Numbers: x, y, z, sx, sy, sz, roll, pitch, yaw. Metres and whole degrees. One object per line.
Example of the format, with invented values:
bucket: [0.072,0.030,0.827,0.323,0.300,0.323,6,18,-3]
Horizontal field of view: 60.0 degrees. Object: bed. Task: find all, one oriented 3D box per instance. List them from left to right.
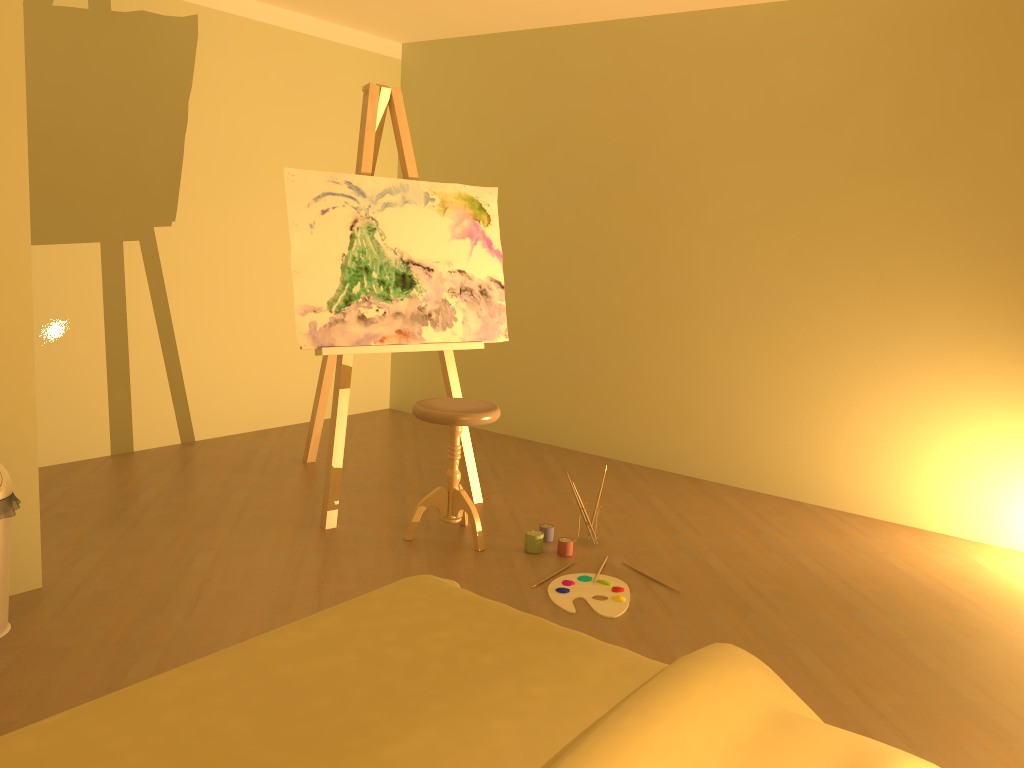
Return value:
bed: [0.343,0.635,1.074,2.378,0.894,1.286,10,12,36]

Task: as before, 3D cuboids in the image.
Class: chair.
chair: [-0.231,0.356,3.558,0.348,0.551,0.364,-5,13,-41]

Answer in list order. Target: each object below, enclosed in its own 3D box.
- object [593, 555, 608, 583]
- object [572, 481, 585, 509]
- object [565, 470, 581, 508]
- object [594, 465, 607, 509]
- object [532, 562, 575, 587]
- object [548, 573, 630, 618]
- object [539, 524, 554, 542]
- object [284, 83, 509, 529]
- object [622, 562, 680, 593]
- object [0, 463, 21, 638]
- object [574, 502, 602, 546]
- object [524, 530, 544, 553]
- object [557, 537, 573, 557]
object: [0.336,0.696,3.348,0.010,0.015,0.325,6,10,15]
object: [0.294,0.515,3.594,0.172,0.278,0.010,-5,13,-40]
object: [0.278,0.503,3.641,0.159,0.286,0.010,9,11,31]
object: [0.351,0.490,3.654,0.069,0.319,0.010,-1,11,-26]
object: [0.156,0.701,3.273,0.010,0.010,0.325,9,11,31]
object: [0.270,0.731,3.121,0.288,0.014,0.366,5,10,8]
object: [0.141,0.612,3.643,0.060,0.060,0.060,7,10,21]
object: [-0.676,-0.353,3.916,1.132,1.896,0.972,7,10,19]
object: [0.512,0.717,3.301,0.010,0.010,0.325,-3,11,-33]
object: [-1.547,0.459,2.539,0.248,0.535,0.255,0,10,-19]
object: [0.310,0.573,3.636,0.106,0.157,0.106,5,10,8]
object: [0.087,0.624,3.509,0.073,0.073,0.073,12,13,40]
object: [0.209,0.642,3.489,0.060,0.060,0.060,6,10,18]
